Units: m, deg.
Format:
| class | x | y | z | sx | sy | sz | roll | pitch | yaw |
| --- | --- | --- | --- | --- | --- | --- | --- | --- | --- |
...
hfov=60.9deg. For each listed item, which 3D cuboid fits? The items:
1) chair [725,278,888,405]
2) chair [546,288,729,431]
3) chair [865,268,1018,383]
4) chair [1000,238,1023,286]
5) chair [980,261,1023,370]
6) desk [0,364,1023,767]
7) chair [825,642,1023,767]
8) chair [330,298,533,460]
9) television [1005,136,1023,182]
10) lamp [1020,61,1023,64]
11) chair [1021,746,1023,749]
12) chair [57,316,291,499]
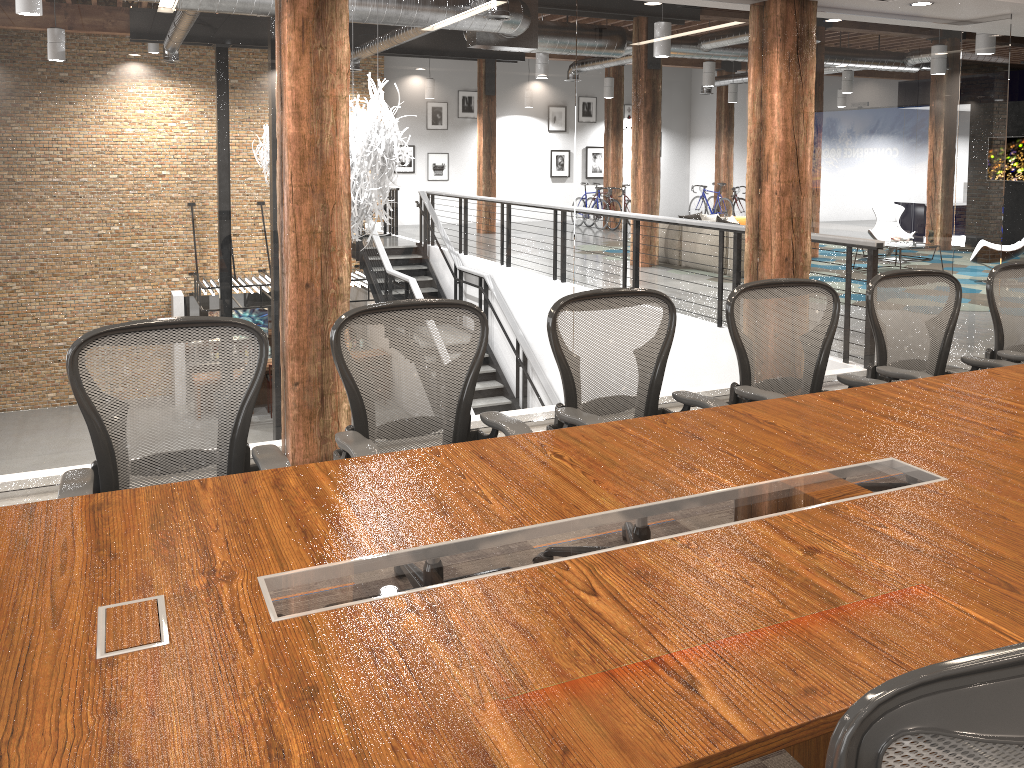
| class | x | y | z | sx | sy | sz | roll | pitch | yaw |
| --- | --- | --- | --- | --- | --- | --- | --- | --- | --- |
| chair | 1.258 | 0.140 | 3.557 | 0.777 | 1.069 | 0.804 | -6 | 10 | -38 |
| chair | 0.510 | 0.226 | 3.209 | 0.808 | 1.069 | 0.773 | -5 | 9 | -35 |
| chair | 1.976 | 0.063 | 3.867 | 0.807 | 1.069 | 0.774 | -5 | 9 | -32 |
| chair | 6.448 | -1.784 | 11.412 | 0.790 | 0.903 | 0.691 | 2 | 8 | 13 |
| chair | 2.712 | -0.035 | 4.261 | 0.777 | 1.069 | 0.803 | -6 | 10 | -40 |
| desk | 1.571 | 0.549 | 2.614 | 6.064 | 0.739 | 1.438 | -6 | 14 | -24 |
| chair | 0.508 | 0.733 | 1.255 | 0.804 | 1.069 | 0.777 | -3 | 8 | -25 |
| chair | -0.240 | 0.286 | 2.963 | 0.778 | 1.069 | 0.803 | -7 | 10 | -42 |
| television | 8.887 | -3.878 | 15.025 | 0.049 | 0.776 | 1.498 | -1 | 12 | -24 |
| lamp | 13.381 | -8.011 | 22.825 | 0.206 | 1.828 | 0.206 | -2 | 4 | -25 |
| chair | 1.226 | 0.666 | 1.532 | 0.778 | 1.069 | 0.802 | -7 | 11 | -43 |
| chair | -0.962 | 0.378 | 2.592 | 0.800 | 1.069 | 0.781 | 7 | 10 | 39 |
